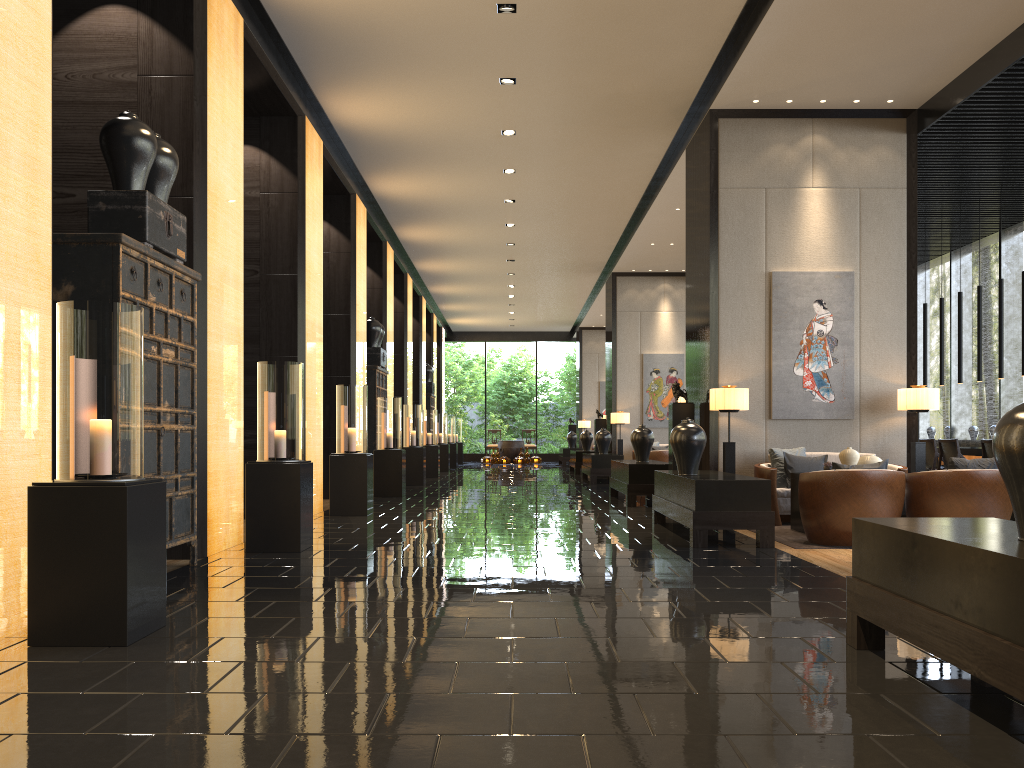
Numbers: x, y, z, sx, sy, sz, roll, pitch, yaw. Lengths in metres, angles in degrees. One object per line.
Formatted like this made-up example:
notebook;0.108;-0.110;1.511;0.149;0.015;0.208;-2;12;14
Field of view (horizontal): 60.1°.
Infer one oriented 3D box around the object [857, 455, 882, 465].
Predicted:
object;3.172;0.716;7.865;0.245;0.168;0.246;0;-2;3

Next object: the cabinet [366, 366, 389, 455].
cabinet;-2.307;0.718;14.031;0.547;1.922;1.188;0;-1;0

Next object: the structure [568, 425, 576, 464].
structure;1.875;1.875;27.566;0.240;1.217;0.240;0;0;0

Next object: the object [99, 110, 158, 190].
object;-2.220;-1.334;5.126;0.311;0.492;0.312;0;-1;-4

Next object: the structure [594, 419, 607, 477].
structure;1.858;1.343;18.582;0.240;1.217;0.240;0;0;0

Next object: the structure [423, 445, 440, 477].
structure;-1.717;1.603;18.388;0.402;0.658;0.402;0;-1;0

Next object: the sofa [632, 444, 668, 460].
sofa;3.097;1.542;17.517;1.449;0.693;0.603;0;-1;0

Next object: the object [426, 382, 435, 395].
object;-2.178;0.123;22.877;0.365;0.315;0.606;0;-3;0

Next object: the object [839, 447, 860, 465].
object;2.975;0.676;7.809;0.171;0.236;0.171;-1;-1;35

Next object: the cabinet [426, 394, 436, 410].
cabinet;-2.291;1.241;22.850;0.547;1.922;1.188;0;-1;0

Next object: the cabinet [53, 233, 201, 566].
cabinet;-2.323;0.198;5.257;0.547;1.922;1.188;0;-1;0

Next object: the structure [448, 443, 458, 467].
structure;-1.706;1.951;24.262;0.402;0.658;0.402;0;-1;0

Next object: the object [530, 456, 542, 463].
object;0.755;2.389;27.976;0.370;0.229;0.370;1;-3;-27

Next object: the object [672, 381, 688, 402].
object;1.822;0.086;9.626;0.176;0.246;0.115;0;-1;0

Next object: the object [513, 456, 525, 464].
object;0.229;2.356;27.418;0.369;0.229;0.370;0;-2;3

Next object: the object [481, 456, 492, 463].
object;-0.787;2.390;27.997;0.369;0.229;0.370;-1;-3;18

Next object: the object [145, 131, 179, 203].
object;-2.219;-1.315;5.458;0.311;0.492;0.311;0;-1;-19

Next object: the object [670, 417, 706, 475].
object;1.512;0.534;7.607;0.311;0.492;0.311;0;-1;19

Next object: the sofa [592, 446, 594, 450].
sofa;3.114;2.077;26.543;1.449;0.693;0.603;0;-1;0

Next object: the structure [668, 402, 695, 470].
structure;1.842;0.812;9.622;0.240;1.217;0.240;0;0;0

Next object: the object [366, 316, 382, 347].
object;-2.203;-0.814;13.900;0.311;0.492;0.311;1;-1;-34

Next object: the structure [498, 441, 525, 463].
structure;-0.026;2.167;28.303;0.873;0.710;0.875;0;-2;-12

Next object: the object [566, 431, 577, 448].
object;1.736;1.604;25.666;0.311;0.492;0.311;0;-1;19

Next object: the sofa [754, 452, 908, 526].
sofa;3.081;1.017;8.643;1.449;0.693;0.603;0;-1;0

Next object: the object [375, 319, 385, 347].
object;-2.203;-0.795;14.232;0.311;0.492;0.311;0;-1;-19

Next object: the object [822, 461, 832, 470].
object;2.825;0.743;7.899;0.091;0.112;0.091;1;-2;-38

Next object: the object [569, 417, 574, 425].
object;1.855;1.149;27.564;0.176;0.246;0.115;0;-1;5

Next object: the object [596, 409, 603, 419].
object;1.835;0.631;18.594;0.161;0.217;0.102;0;-1;-12

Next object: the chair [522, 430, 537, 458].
chair;0.549;2.027;28.985;0.520;1.076;0.536;0;-1;0

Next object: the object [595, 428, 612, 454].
object;1.719;1.069;16.632;0.311;0.492;0.311;0;-1;19

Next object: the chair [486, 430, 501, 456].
chair;-0.580;2.028;28.987;0.520;1.076;0.536;0;-1;0

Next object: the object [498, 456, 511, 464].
object;-0.232;2.356;27.415;0.370;0.229;0.370;-1;-3;23

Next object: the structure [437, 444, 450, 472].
structure;-1.712;1.777;21.325;0.402;0.658;0.402;0;-1;0

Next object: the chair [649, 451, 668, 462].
chair;2.700;1.486;15.801;0.803;0.604;0.606;0;-2;0

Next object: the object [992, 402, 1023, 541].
object;1.693;0.249;2.796;0.311;0.492;0.312;0;-1;-11

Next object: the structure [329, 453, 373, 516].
structure;-1.733;1.082;9.578;0.402;0.658;0.402;0;-1;0

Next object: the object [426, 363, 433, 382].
object;-2.187;-0.292;22.719;0.311;0.492;0.311;0;-1;-26

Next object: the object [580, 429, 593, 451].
object;1.726;1.297;20.485;0.311;0.492;0.311;0;-1;19

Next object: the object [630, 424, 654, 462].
object;1.710;0.771;11.610;0.311;0.492;0.311;0;-1;-19

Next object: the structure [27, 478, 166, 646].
structure;-1.744;0.736;3.752;0.402;0.658;0.402;0;-1;0

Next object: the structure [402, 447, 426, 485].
structure;-1.723;1.429;15.452;0.402;0.658;0.402;0;-1;0

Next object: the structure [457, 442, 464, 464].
structure;-1.701;2.125;27.199;0.402;0.658;0.402;0;-1;0

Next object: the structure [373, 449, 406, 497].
structure;-1.728;1.255;12.515;0.402;0.658;0.402;0;-1;0

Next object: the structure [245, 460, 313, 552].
structure;-1.739;0.908;6.642;0.402;0.658;0.402;0;-1;0

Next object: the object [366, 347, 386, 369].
object;-2.194;-0.399;14.058;0.365;0.315;0.606;0;-3;0

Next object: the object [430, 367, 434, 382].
object;-2.186;-0.272;23.051;0.311;0.492;0.311;0;-1;-19
